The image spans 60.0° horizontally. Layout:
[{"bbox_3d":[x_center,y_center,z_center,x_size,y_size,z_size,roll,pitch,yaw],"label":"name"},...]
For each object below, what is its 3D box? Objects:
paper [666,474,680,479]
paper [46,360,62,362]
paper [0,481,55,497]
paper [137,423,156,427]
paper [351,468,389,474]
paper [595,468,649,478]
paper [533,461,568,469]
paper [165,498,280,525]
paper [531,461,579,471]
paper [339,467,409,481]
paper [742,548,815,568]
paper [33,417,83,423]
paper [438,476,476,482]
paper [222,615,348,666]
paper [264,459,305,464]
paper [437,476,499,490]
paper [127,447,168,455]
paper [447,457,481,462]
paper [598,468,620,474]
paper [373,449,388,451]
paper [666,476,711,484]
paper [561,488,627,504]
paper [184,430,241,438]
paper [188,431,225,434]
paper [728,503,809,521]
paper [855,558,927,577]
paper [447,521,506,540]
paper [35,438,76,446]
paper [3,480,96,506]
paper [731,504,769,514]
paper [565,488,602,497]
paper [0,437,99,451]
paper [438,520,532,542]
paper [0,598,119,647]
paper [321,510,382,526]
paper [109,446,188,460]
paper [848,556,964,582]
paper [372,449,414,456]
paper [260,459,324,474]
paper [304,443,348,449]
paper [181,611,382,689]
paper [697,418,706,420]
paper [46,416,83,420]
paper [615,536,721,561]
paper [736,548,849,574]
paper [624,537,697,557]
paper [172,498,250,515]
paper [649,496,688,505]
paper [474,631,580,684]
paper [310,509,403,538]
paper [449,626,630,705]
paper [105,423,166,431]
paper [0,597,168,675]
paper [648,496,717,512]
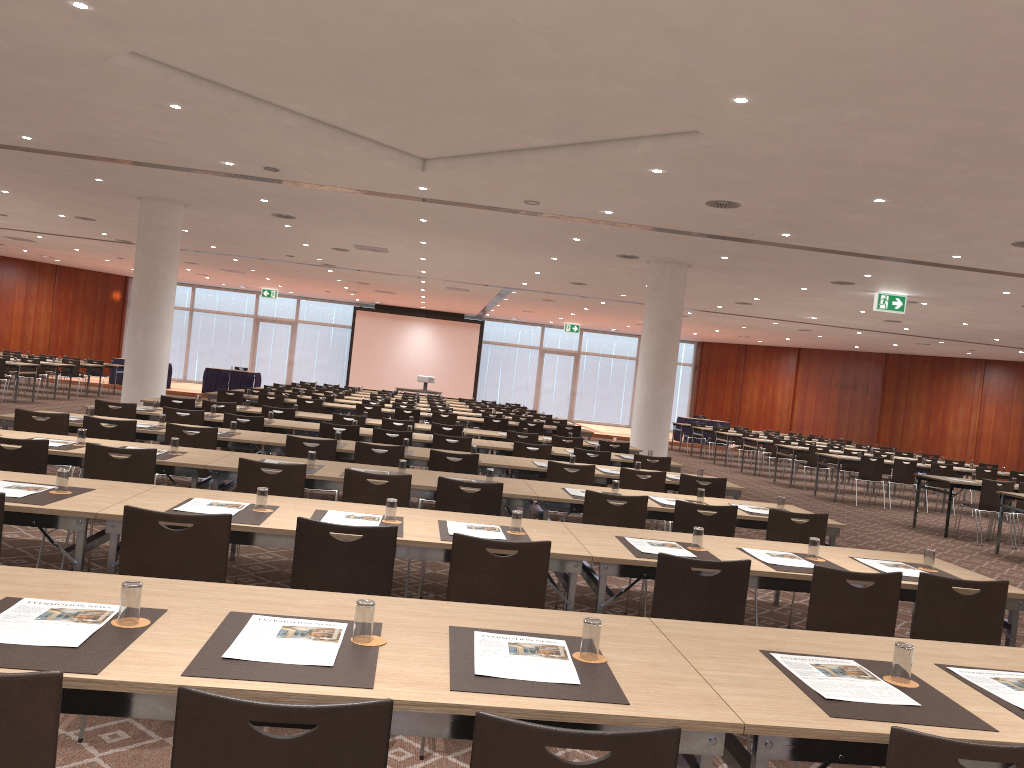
[{"bbox_3d":[1.668,0.924,8.766,0.283,0.006,0.398,6,0,-4],"label":"paper"},{"bbox_3d":[-11.869,-0.602,22.853,0.460,0.003,0.565,6,0,-8],"label":"paper"},{"bbox_3d":[-2.436,0.509,4.300,0.283,0.006,0.398,6,0,-4],"label":"paper"},{"bbox_3d":[-3.473,0.376,8.221,0.283,0.006,0.398,6,0,-7],"label":"paper"},{"bbox_3d":[-1.040,0.646,6.462,0.283,0.006,0.398,6,0,-6],"label":"paper"},{"bbox_3d":[1.067,0.864,8.622,0.460,0.003,0.565,6,0,-6],"label":"paper"},{"bbox_3d":[0.373,0.786,8.611,0.283,0.006,0.398,6,0,-7],"label":"paper"},{"bbox_3d":[-1.418,0.622,4.341,0.460,0.003,0.565,6,0,-6],"label":"paper"},{"bbox_3d":[0.447,0.798,8.569,0.460,0.003,0.565,6,0,-6],"label":"paper"},{"bbox_3d":[-0.987,0.656,6.423,0.460,0.003,0.565,6,0,-4],"label":"paper"},{"bbox_3d":[1.417,0.920,4.694,0.283,0.006,0.398,6,0,-5],"label":"paper"},{"bbox_3d":[-4.053,0.318,8.095,0.460,0.003,0.565,6,0,-6],"label":"paper"},{"bbox_3d":[-0.399,0.715,6.512,0.283,0.006,0.398,6,0,-7],"label":"paper"},{"bbox_3d":[-0.622,0.713,2.482,0.283,0.006,0.398,6,0,-5],"label":"paper"},{"bbox_3d":[-1.662,0.580,6.413,0.283,0.006,0.398,6,0,-6],"label":"paper"},{"bbox_3d":[-0.312,0.728,6.485,0.460,0.003,0.565,6,0,-3],"label":"paper"},{"bbox_3d":[-2.629,0.477,6.297,0.283,0.006,0.398,6,0,-8],"label":"paper"},{"bbox_3d":[-0.543,0.692,8.459,0.460,0.003,0.565,6,0,-7],"label":"paper"},{"bbox_3d":[1.010,0.854,8.674,0.283,0.006,0.398,6,0,-8],"label":"paper"},{"bbox_3d":[-1.215,0.616,8.448,0.283,0.006,0.398,6,0,-8],"label":"paper"},{"bbox_3d":[1.702,0.932,8.676,0.460,0.003,0.565,6,0,-8],"label":"paper"},{"bbox_3d":[0.634,0.829,6.571,0.460,0.003,0.565,6,0,-6],"label":"paper"},{"bbox_3d":[-2.796,0.452,8.227,0.460,0.003,0.565,6,0,-6],"label":"paper"},{"bbox_3d":[-2.840,0.443,8.269,0.283,0.006,0.398,6,0,-5],"label":"paper"},{"bbox_3d":[1.940,0.968,6.715,0.460,0.003,0.565,6,0,-3],"label":"paper"},{"bbox_3d":[2.065,0.989,4.768,0.283,0.006,0.398,6,0,-6],"label":"paper"},{"bbox_3d":[-0.188,0.748,4.549,0.283,0.006,0.398,6,0,-6],"label":"paper"},{"bbox_3d":[-3.269,0.409,6.235,0.283,0.006,0.398,6,0,-7],"label":"paper"},{"bbox_3d":[-2.359,0.521,4.275,0.460,0.003,0.565,6,0,-3],"label":"paper"},{"bbox_3d":[1.870,0.957,6.762,0.283,0.006,0.398,6,0,-8],"label":"paper"},{"bbox_3d":[0.562,0.817,6.631,0.283,0.006,0.398,6,0,-5],"label":"paper"},{"bbox_3d":[-3.224,0.418,6.203,0.460,0.003,0.565,6,0,-3],"label":"paper"},{"bbox_3d":[-0.139,0.758,4.489,0.460,0.003,0.565,6,0,-6],"label":"paper"},{"bbox_3d":[-1.261,0.645,2.415,0.283,0.006,0.398,6,0,-7],"label":"paper"},{"bbox_3d":[-0.807,0.682,4.481,0.283,0.006,0.398,6,0,-5],"label":"paper"},{"bbox_3d":[-2.594,0.485,6.243,0.460,0.003,0.565,6,0,-5],"label":"paper"},{"bbox_3d":[2.134,1.000,4.725,0.460,0.003,0.565,6,0,-3],"label":"paper"},{"bbox_3d":[-1.163,0.626,8.371,0.460,0.003,0.565,6,0,-5],"label":"paper"},{"bbox_3d":[-1.611,0.590,6.339,0.460,0.003,0.565,6,0,-4],"label":"paper"},{"bbox_3d":[-1.800,0.558,8.330,0.460,0.003,0.565,6,0,-5],"label":"paper"},{"bbox_3d":[-0.598,0.720,2.435,0.460,0.003,0.565,6,0,-6],"label":"paper"},{"bbox_3d":[6.595,1.207,30.359,0.460,0.003,0.565,6,0,-6],"label":"paper"},{"bbox_3d":[-4.097,0.309,8.162,0.283,0.006,0.398,6,0,-5],"label":"paper"},{"bbox_3d":[0.810,0.859,4.583,0.460,0.003,0.565,6,0,-4],"label":"paper"},{"bbox_3d":[1.491,0.932,4.634,0.460,0.003,0.565,6,0,-6],"label":"paper"},{"bbox_3d":[0.769,0.850,4.629,0.283,0.006,0.398,6,0,-6],"label":"paper"},{"bbox_3d":[-1.487,0.610,4.418,0.283,0.006,0.398,6,0,-5],"label":"paper"},{"bbox_3d":[1.225,0.888,6.684,0.283,0.006,0.398,6,0,-9],"label":"paper"},{"bbox_3d":[0.033,0.783,2.554,0.283,0.006,0.398,6,0,-3],"label":"paper"},{"bbox_3d":[-0.771,0.690,4.414,0.460,0.003,0.565,6,0,-7],"label":"paper"},{"bbox_3d":[0.052,0.789,2.524,0.460,0.003,0.565,6,0,-4],"label":"paper"},{"bbox_3d":[-3.420,0.386,8.168,0.460,0.003,0.565,6,0,-5],"label":"paper"},{"bbox_3d":[-1.227,0.653,2.339,0.460,0.003,0.565,6,0,-5],"label":"paper"},{"bbox_3d":[1.281,0.898,6.637,0.460,0.003,0.565,6,0,-5],"label":"paper"}]
